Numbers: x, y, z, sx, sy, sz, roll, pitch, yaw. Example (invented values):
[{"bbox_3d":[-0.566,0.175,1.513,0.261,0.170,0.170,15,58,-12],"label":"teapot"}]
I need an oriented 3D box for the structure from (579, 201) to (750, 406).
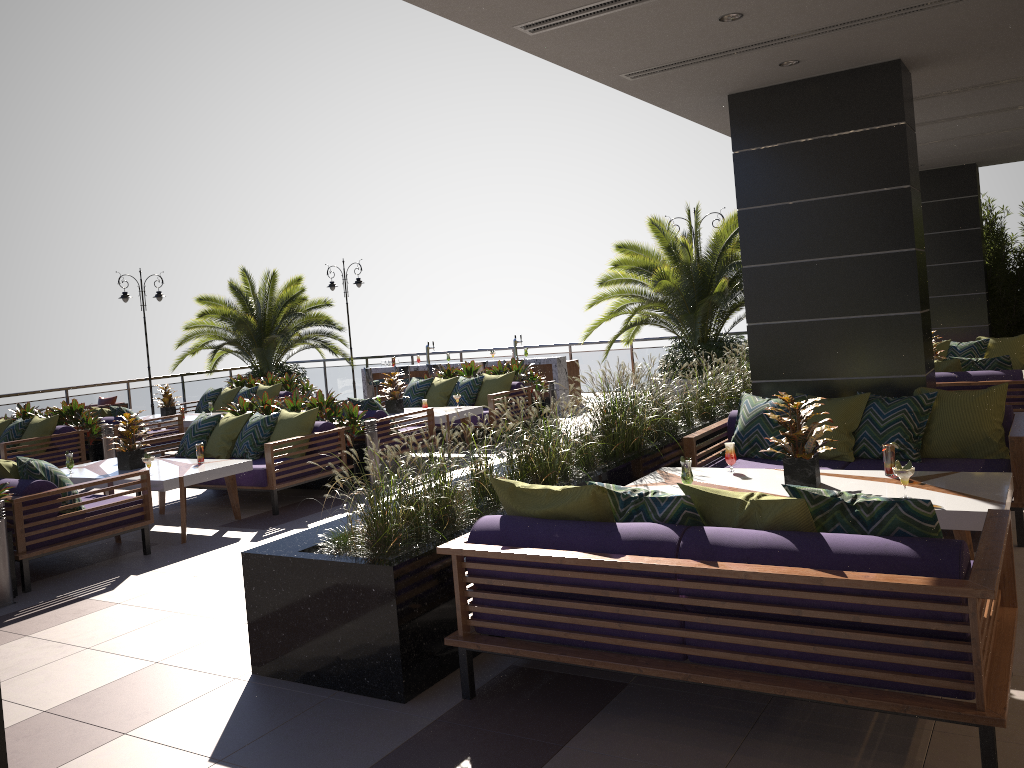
[{"bbox_3d":[2.954,-1.314,14.134,3.805,3.300,3.753,-6,3,-15],"label":"structure"}]

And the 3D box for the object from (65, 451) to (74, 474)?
[{"bbox_3d":[-4.081,0.720,8.167,0.068,0.211,0.069,-5,1,20],"label":"object"}]

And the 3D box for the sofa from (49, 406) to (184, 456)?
[{"bbox_3d":[-5.874,0.735,12.789,2.122,0.918,1.123,-3,4,32],"label":"sofa"}]

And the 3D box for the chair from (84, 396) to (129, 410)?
[{"bbox_3d":[-7.794,0.656,16.774,0.713,0.815,0.716,-4,3,32],"label":"chair"}]

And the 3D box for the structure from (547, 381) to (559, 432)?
[{"bbox_3d":[0.587,0.310,12.511,0.100,0.699,0.181,-4,1,32],"label":"structure"}]

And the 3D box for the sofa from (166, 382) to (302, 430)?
[{"bbox_3d":[-4.657,0.486,14.751,2.122,0.918,1.123,-3,4,32],"label":"sofa"}]

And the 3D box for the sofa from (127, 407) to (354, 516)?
[{"bbox_3d":[-2.834,0.742,9.141,2.122,0.918,1.123,-3,4,32],"label":"sofa"}]

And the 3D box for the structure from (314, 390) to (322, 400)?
[{"bbox_3d":[-3.225,0.463,14.866,0.100,0.699,0.181,-4,1,32],"label":"structure"}]

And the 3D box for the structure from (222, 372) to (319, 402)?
[{"bbox_3d":[-4.288,0.375,15.446,2.247,1.171,0.740,-3,3,33],"label":"structure"}]

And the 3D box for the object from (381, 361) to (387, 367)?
[{"bbox_3d":[-2.567,-0.360,17.754,0.105,0.209,0.105,-5,1,7],"label":"object"}]

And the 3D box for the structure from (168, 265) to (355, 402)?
[{"bbox_3d":[-5.382,-0.973,19.217,3.800,3.300,3.759,-5,3,0],"label":"structure"}]

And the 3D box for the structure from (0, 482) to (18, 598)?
[{"bbox_3d":[-4.467,1.046,6.529,2.247,1.171,0.740,-3,3,33],"label":"structure"}]

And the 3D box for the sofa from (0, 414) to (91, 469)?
[{"bbox_3d":[-6.636,0.895,11.491,2.122,0.918,1.123,-3,4,32],"label":"sofa"}]

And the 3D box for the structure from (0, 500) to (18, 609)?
[{"bbox_3d":[-3.453,1.140,5.921,0.100,0.699,0.181,-4,1,32],"label":"structure"}]

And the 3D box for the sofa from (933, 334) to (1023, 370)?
[{"bbox_3d":[5.451,-0.118,11.191,2.122,0.918,1.123,-3,4,32],"label":"sofa"}]

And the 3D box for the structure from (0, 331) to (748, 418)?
[{"bbox_3d":[-4.619,0.701,10.798,12.894,1.057,17.565,-2,5,32],"label":"structure"}]

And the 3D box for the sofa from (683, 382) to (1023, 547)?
[{"bbox_3d":[2.423,0.504,6.251,2.122,0.918,1.123,-3,4,32],"label":"sofa"}]

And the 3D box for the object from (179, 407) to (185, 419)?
[{"bbox_3d":[-4.910,0.433,13.181,0.067,0.189,0.084,-5,1,-28],"label":"object"}]

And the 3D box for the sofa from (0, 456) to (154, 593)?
[{"bbox_3d":[-4.051,0.991,7.180,2.122,0.918,1.123,-3,4,32],"label":"sofa"}]

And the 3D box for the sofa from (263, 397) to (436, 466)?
[{"bbox_3d":[-2.072,0.582,10.440,2.122,0.918,1.123,-3,4,32],"label":"sofa"}]

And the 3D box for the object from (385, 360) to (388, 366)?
[{"bbox_3d":[-2.513,-0.372,17.856,0.105,0.209,0.105,-5,1,7],"label":"object"}]

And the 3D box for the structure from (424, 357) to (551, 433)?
[{"bbox_3d":[-0.436,0.217,13.106,2.247,1.171,0.740,-3,3,33],"label":"structure"}]

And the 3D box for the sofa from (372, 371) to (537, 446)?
[{"bbox_3d":[-0.862,0.333,12.406,2.122,0.918,1.123,-3,4,32],"label":"sofa"}]

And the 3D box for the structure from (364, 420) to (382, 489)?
[{"bbox_3d":[-1.445,0.727,9.197,0.100,0.699,0.181,-4,1,32],"label":"structure"}]

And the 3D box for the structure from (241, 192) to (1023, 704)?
[{"bbox_3d":[2.346,-0.358,2.992,7.803,3.118,24.816,-3,5,32],"label":"structure"}]

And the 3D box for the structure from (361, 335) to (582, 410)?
[{"bbox_3d":[-0.877,-0.183,16.628,4.393,1.327,0.807,-2,3,32],"label":"structure"}]

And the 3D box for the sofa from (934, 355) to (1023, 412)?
[{"bbox_3d":[4.111,0.157,9.005,2.122,0.918,1.123,-3,4,32],"label":"sofa"}]

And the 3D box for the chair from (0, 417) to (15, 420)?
[{"bbox_3d":[-8.791,0.861,15.146,0.713,0.815,0.716,-4,3,32],"label":"chair"}]

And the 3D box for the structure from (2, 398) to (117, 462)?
[{"bbox_3d":[-6.323,0.791,12.169,2.244,1.171,0.717,-3,2,28],"label":"structure"}]

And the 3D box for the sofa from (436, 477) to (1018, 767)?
[{"bbox_3d":[0.885,0.821,3.741,2.122,0.918,1.123,-3,4,32],"label":"sofa"}]

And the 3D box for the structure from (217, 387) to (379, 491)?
[{"bbox_3d":[-2.457,0.634,9.802,2.415,1.172,0.703,-3,3,33],"label":"structure"}]

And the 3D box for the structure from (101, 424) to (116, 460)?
[{"bbox_3d":[-5.256,0.881,11.552,0.100,0.699,0.181,-4,1,32],"label":"structure"}]
